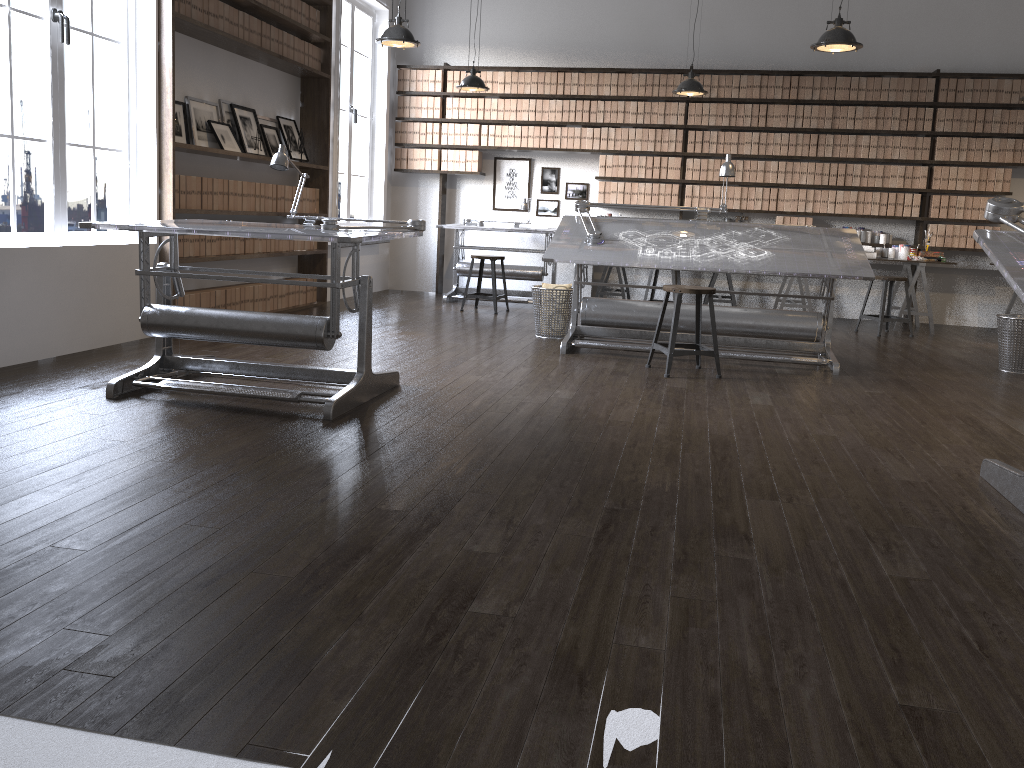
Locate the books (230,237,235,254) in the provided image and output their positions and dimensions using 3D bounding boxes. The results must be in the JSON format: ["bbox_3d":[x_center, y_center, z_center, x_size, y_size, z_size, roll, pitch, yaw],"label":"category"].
[{"bbox_3d":[-2.169,-1.087,6.626,0.174,0.224,0.067,5,8,11],"label":"books"}]

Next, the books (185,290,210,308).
[{"bbox_3d":[-2.263,-0.554,6.355,0.175,0.224,0.067,5,8,11],"label":"books"}]

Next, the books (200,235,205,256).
[{"bbox_3d":[-2.252,-1.017,6.227,0.175,0.224,0.067,5,8,11],"label":"books"}]

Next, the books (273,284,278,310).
[{"bbox_3d":[-2.047,-0.735,7.376,0.175,0.224,0.067,5,8,11],"label":"books"}]

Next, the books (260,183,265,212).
[{"bbox_3d":[-2.056,-1.481,7.019,0.175,0.224,0.067,5,8,11],"label":"books"}]

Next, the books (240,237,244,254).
[{"bbox_3d":[-2.141,-1.112,6.764,0.175,0.224,0.067,5,8,11],"label":"books"}]

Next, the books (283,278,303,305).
[{"bbox_3d":[-1.946,-0.818,7.843,0.174,0.224,0.067,5,8,11],"label":"books"}]

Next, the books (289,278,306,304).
[{"bbox_3d":[-1.936,-0.831,7.913,0.175,0.224,0.067,5,8,11],"label":"books"}]

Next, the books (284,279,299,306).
[{"bbox_3d":[-1.964,-0.806,7.775,0.174,0.224,0.067,5,8,11],"label":"books"}]

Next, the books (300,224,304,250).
[{"bbox_3d":[-1.924,-1.294,7.788,0.175,0.224,0.067,5,8,11],"label":"books"}]

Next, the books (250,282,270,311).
[{"bbox_3d":[-2.071,-0.711,7.239,0.175,0.224,0.067,5,8,11],"label":"books"}]

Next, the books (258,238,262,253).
[{"bbox_3d":[-2.079,-1.161,7.042,0.174,0.224,0.067,5,8,11],"label":"books"}]

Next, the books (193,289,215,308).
[{"bbox_3d":[-2.249,-0.566,6.423,0.174,0.224,0.067,5,8,11],"label":"books"}]

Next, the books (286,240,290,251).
[{"bbox_3d":[-1.982,-1.246,7.521,0.174,0.224,0.067,5,8,11],"label":"books"}]

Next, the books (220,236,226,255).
[{"bbox_3d":[-2.192,-1.063,6.491,0.175,0.224,0.067,5,8,11],"label":"books"}]

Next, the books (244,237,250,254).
[{"bbox_3d":[-2.120,-1.124,6.836,0.175,0.224,0.067,5,8,11],"label":"books"}]

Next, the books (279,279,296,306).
[{"bbox_3d":[-1.979,-0.794,7.706,0.175,0.224,0.067,5,8,11],"label":"books"}]

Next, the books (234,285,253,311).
[{"bbox_3d":[-2.130,-0.663,6.971,0.174,0.224,0.067,5,8,11],"label":"books"}]

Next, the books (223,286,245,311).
[{"bbox_3d":[-2.157,-0.638,6.830,0.175,0.224,0.067,5,8,11],"label":"books"}]

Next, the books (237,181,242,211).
[{"bbox_3d":[-2.132,-1.420,6.675,0.175,0.224,0.067,5,8,11],"label":"books"}]

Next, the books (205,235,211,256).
[{"bbox_3d":[-2.234,-1.028,6.294,0.175,0.224,0.067,5,8,11],"label":"books"}]

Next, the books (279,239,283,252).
[{"bbox_3d":[-2.004,-1.221,7.381,0.175,0.224,0.067,5,8,11],"label":"books"}]

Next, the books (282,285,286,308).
[{"bbox_3d":[-2.016,-0.760,7.514,0.175,0.224,0.067,5,8,11],"label":"books"}]

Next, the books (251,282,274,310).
[{"bbox_3d":[-2.064,-0.723,7.308,0.174,0.224,0.067,5,8,11],"label":"books"}]

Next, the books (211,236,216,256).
[{"bbox_3d":[-2.221,-1.041,6.365,0.175,0.224,0.067,5,8,11],"label":"books"}]

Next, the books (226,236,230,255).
[{"bbox_3d":[-2.184,-1.075,6.557,0.175,0.224,0.067,5,8,11],"label":"books"}]

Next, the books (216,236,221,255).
[{"bbox_3d":[-2.210,-1.052,6.426,0.175,0.224,0.067,5,8,11],"label":"books"}]

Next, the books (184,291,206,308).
[{"bbox_3d":[-2.271,-0.542,6.288,0.175,0.224,0.067,5,8,11],"label":"books"}]

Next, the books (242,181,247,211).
[{"bbox_3d":[-2.115,-1.433,6.745,0.175,0.224,0.067,5,8,11],"label":"books"}]

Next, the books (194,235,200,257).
[{"bbox_3d":[-2.269,-1.005,6.159,0.174,0.224,0.067,5,8,11],"label":"books"}]

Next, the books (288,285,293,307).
[{"bbox_3d":[-1.987,-0.782,7.640,0.175,0.224,0.067,5,8,11],"label":"books"}]

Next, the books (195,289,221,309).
[{"bbox_3d":[-2.230,-0.578,6.491,0.174,0.224,0.067,5,8,11],"label":"books"}]

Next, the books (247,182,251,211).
[{"bbox_3d":[-2.104,-1.445,6.814,0.175,0.224,0.067,5,8,11],"label":"books"}]

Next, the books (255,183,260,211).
[{"bbox_3d":[-2.074,-1.469,6.949,0.174,0.224,0.067,5,8,11],"label":"books"}]

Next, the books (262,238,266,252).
[{"bbox_3d":[-2.068,-1.173,7.111,0.174,0.224,0.067,5,8,11],"label":"books"}]

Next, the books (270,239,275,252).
[{"bbox_3d":[-2.036,-1.198,7.251,0.175,0.224,0.067,5,8,11],"label":"books"}]

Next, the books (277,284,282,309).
[{"bbox_3d":[-2.029,-0.747,7.443,0.175,0.224,0.067,5,8,11],"label":"books"}]

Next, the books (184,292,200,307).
[{"bbox_3d":[-2.289,-0.531,6.224,0.175,0.224,0.067,5,8,11],"label":"books"}]

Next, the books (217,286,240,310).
[{"bbox_3d":[-2.174,-0.628,6.769,0.175,0.224,0.067,5,8,11],"label":"books"}]

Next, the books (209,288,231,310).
[{"bbox_3d":[-2.199,-0.603,6.633,0.175,0.224,0.067,5,8,11],"label":"books"}]

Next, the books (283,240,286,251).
[{"bbox_3d":[-1.993,-1.234,7.452,0.174,0.224,0.067,5,8,11],"label":"books"}]

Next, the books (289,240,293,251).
[{"bbox_3d":[-1.966,-1.258,7.588,0.175,0.224,0.067,5,8,11],"label":"books"}]

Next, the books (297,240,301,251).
[{"bbox_3d":[-1.935,-1.282,7.727,0.175,0.224,0.067,5,8,11],"label":"books"}]

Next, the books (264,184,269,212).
[{"bbox_3d":[-2.041,-1.494,7.089,0.175,0.224,0.067,5,8,11],"label":"books"}]

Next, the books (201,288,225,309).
[{"bbox_3d":[-2.220,-0.591,6.561,0.175,0.224,0.067,5,8,11],"label":"books"}]

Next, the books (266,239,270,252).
[{"bbox_3d":[-2.052,-1.185,7.178,0.175,0.224,0.067,5,8,11],"label":"books"}]

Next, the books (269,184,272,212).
[{"bbox_3d":[-2.032,-1.505,7.152,0.175,0.224,0.067,5,8,11],"label":"books"}]

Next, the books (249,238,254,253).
[{"bbox_3d":[-2.110,-1.138,6.909,0.175,0.224,0.067,5,8,11],"label":"books"}]

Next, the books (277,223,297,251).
[{"bbox_3d":[-1.948,-1.270,7.656,0.175,0.224,0.067,5,8,11],"label":"books"}]

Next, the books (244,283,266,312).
[{"bbox_3d":[-2.089,-0.700,7.175,0.175,0.224,0.067,5,8,11],"label":"books"}]

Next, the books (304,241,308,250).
[{"bbox_3d":[-1.906,-1.305,7.852,0.175,0.224,0.067,5,8,11],"label":"books"}]

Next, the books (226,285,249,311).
[{"bbox_3d":[-2.142,-0.651,6.900,0.175,0.224,0.067,5,8,11],"label":"books"}]

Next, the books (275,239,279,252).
[{"bbox_3d":[-2.019,-1.209,7.311,0.175,0.224,0.067,5,8,11],"label":"books"}]

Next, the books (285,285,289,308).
[{"bbox_3d":[-2.005,-0.771,7.576,0.175,0.224,0.067,5,8,11],"label":"books"}]

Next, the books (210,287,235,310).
[{"bbox_3d":[-2.190,-0.616,6.706,0.175,0.224,0.067,5,8,11],"label":"books"}]

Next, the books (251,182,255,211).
[{"bbox_3d":[-2.092,-1.457,6.882,0.174,0.224,0.067,5,8,11],"label":"books"}]
